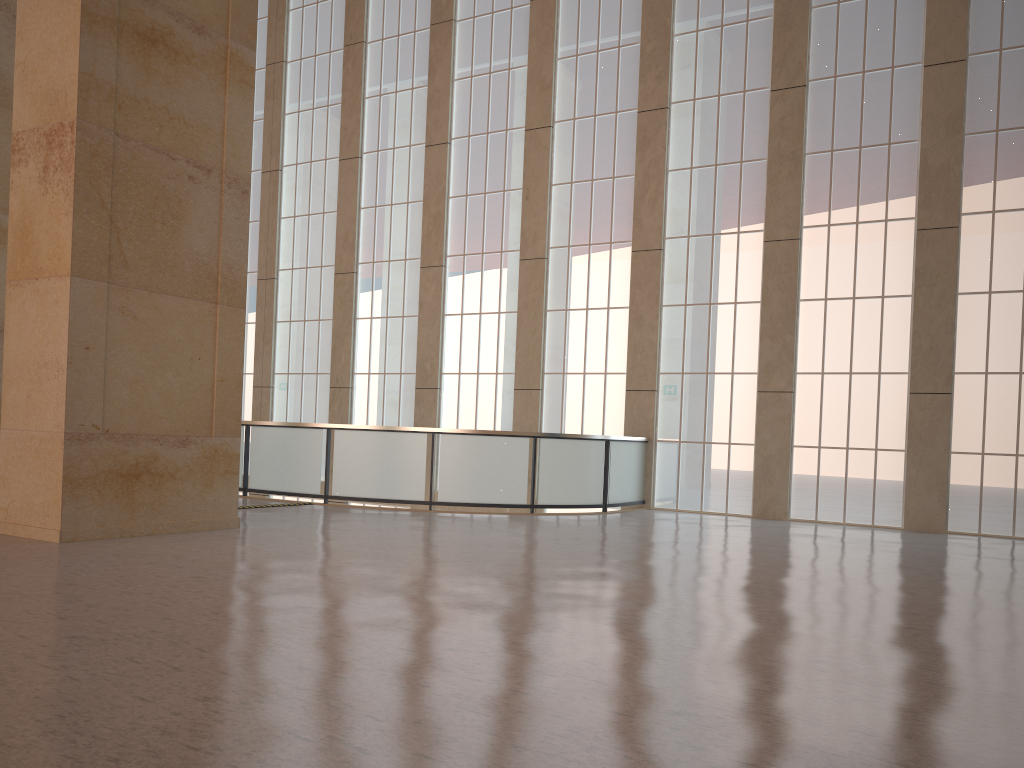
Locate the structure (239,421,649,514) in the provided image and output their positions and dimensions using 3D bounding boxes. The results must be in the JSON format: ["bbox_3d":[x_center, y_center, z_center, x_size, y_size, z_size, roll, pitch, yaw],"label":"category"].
[{"bbox_3d":[-3.598,1.938,21.848,13.064,1.795,5.257,1,-3,20],"label":"structure"}]

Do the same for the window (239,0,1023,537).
[{"bbox_3d":[-58.075,-0.373,58.165,164.695,28.669,0.010,0,-1,30],"label":"window"}]
